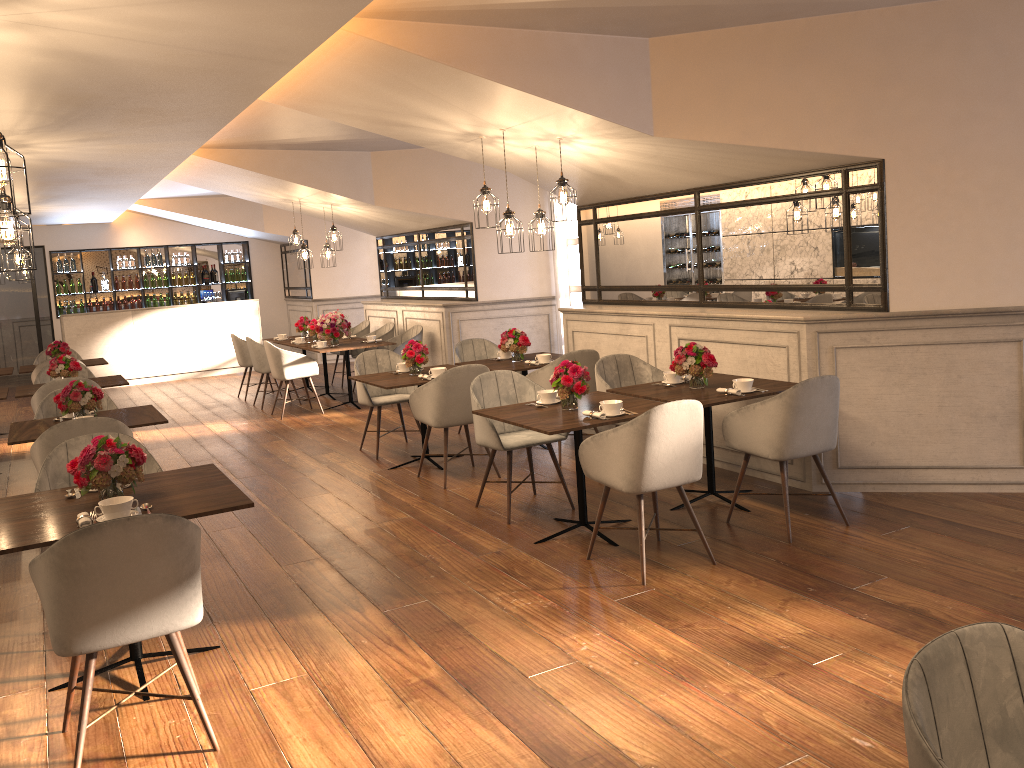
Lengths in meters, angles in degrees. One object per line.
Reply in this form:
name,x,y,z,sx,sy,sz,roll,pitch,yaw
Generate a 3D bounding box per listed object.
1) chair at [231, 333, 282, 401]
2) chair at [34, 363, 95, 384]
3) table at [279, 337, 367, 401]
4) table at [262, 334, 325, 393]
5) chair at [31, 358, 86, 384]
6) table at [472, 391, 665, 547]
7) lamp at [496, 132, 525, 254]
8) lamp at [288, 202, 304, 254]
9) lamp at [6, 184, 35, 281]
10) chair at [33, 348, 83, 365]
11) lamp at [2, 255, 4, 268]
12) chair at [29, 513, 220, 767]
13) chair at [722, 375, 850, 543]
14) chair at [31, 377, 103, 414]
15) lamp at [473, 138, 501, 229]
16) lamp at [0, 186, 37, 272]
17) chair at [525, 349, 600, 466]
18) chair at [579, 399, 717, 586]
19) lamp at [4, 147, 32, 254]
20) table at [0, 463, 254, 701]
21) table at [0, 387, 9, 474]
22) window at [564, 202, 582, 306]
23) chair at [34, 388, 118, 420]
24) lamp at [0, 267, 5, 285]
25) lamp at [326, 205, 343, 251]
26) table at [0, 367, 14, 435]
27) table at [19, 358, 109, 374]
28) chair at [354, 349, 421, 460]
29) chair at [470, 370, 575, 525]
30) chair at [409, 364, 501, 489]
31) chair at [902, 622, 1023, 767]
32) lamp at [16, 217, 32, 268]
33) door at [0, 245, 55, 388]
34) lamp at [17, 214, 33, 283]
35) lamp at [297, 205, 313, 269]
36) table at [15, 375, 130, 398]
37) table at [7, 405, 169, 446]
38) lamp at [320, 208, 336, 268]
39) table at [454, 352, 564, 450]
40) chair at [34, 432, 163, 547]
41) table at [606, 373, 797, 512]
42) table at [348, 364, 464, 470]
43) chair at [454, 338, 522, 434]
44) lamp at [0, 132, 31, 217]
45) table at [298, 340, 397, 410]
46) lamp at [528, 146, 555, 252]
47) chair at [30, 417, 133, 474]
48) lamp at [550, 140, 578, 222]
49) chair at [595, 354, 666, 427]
chair,-3.369,-0.257,11.612,0.528,0.868,0.566,-7,7,-28
chair,-4.354,0.231,8.680,0.566,0.868,0.527,-7,7,-28
table,-2.347,-0.183,11.143,0.899,0.717,0.899,-8,8,-28
table,-2.794,-0.271,11.968,0.899,0.717,0.899,-8,8,-28
chair,-4.914,0.125,9.683,0.566,0.868,0.527,-7,7,-28
table,0.393,0.499,5.077,0.899,0.717,0.899,-8,8,-28
lamp,-0.075,-1.932,6.051,0.175,2.060,0.175,-6,5,-26
lamp,-2.744,-2.645,10.937,0.175,2.060,0.175,-6,5,-26
lamp,-3.836,-1.820,6.715,0.175,2.060,0.175,-6,5,-26
chair,-5.533,-0.001,10.856,0.566,0.868,0.527,-7,7,-28
lamp,-6.922,-2.536,11.689,0.175,2.060,0.175,-6,5,-26
chair,-1.329,0.829,3.065,0.566,0.868,0.527,-7,7,-28
chair,1.535,0.365,4.942,0.566,0.868,0.527,-7,7,-28
chair,-3.735,0.357,7.506,0.566,0.868,0.527,-7,7,-28
lamp,-0.244,-2.154,6.324,0.175,2.060,0.175,-6,5,-26
lamp,-2.030,-1.466,3.384,0.175,2.060,0.175,-6,5,-26
chair,0.429,0.147,6.983,0.566,0.868,0.527,-7,7,-28
chair,0.694,0.487,4.490,0.566,0.868,0.527,-7,7,-28
lamp,-3.692,-1.981,6.411,0.175,2.060,0.175,-6,5,-26
table,-1.589,0.836,3.673,0.899,0.717,0.899,-8,8,-28
table,-4.837,0.486,7.663,0.899,0.717,0.899,-8,8,-28
window,1.719,-0.971,8.839,0.496,2.377,14.559,-7,8,-32
chair,-3.127,0.472,6.415,0.566,0.868,0.527,-7,7,-28
lamp,-6.753,-2.313,11.417,0.175,2.060,0.175,-6,5,-26
lamp,-2.206,-2.636,10.624,0.175,2.060,0.175,-6,5,-26
table,-6.016,0.254,9.840,0.899,0.717,0.899,-8,8,-28
table,-5.175,0.132,10.291,0.899,0.717,0.899,-8,8,-28
chair,-1.072,0.149,7.684,0.566,0.868,0.527,-7,7,-28
chair,0.034,0.367,5.642,0.566,0.868,0.527,-7,7,-28
chair,-0.412,0.270,6.532,0.566,0.868,0.527,-7,7,-28
chair,0.960,0.906,1.435,0.566,0.868,0.527,-7,7,-28
lamp,-6.385,-2.527,11.376,0.175,2.060,0.175,-6,5,-26
door,-8.747,-1.048,14.566,2.112,2.322,0.274,-7,6,-28
lamp,-6.528,-2.367,11.681,0.175,2.060,0.175,-6,5,-26
lamp,-2.575,-2.422,10.665,0.175,2.060,0.175,-6,5,-26
table,-3.996,0.363,8.115,0.899,0.717,0.899,-8,8,-28
table,-2.769,0.604,5.850,0.899,0.717,0.899,-8,8,-28
lamp,-2.350,-2.476,10.929,0.175,2.060,0.175,-6,5,-26
table,0.128,0.160,7.570,0.899,0.717,0.899,-8,8,-28
chair,-1.948,0.703,4.238,0.566,0.868,0.527,-7,7,-28
table,1.234,0.377,5.528,0.899,0.717,0.899,-8,8,-28
table,-0.714,0.282,7.119,0.899,0.717,0.899,-8,8,-28
chair,-0.231,0.027,8.135,0.566,0.868,0.527,-7,7,-28
lamp,-1.887,-1.626,3.079,0.175,2.060,0.175,-6,5,-26
table,-1.900,-0.096,10.318,0.899,0.717,0.899,-8,8,-28
lamp,0.150,-1.985,6.315,0.175,2.060,0.175,-6,5,-26
chair,-2.508,0.598,5.241,0.566,0.868,0.527,-7,7,-28
lamp,0.293,-2.146,6.010,0.175,2.060,0.175,-6,5,-26
chair,0.875,0.244,6.094,0.566,0.868,0.527,-7,7,-28
